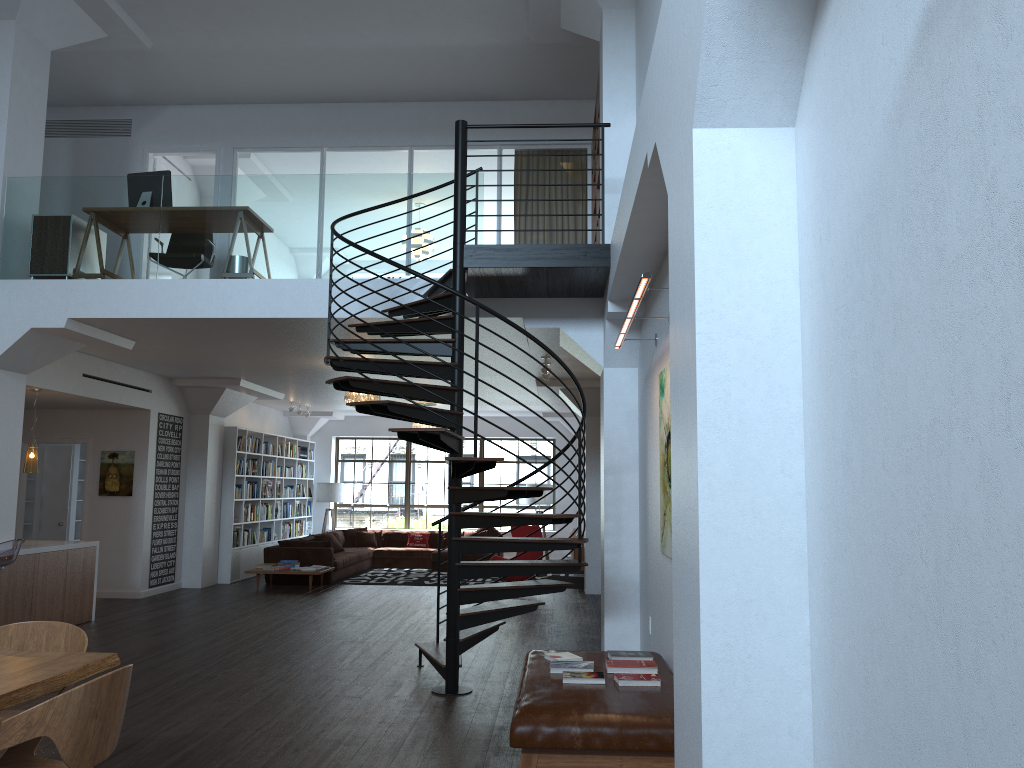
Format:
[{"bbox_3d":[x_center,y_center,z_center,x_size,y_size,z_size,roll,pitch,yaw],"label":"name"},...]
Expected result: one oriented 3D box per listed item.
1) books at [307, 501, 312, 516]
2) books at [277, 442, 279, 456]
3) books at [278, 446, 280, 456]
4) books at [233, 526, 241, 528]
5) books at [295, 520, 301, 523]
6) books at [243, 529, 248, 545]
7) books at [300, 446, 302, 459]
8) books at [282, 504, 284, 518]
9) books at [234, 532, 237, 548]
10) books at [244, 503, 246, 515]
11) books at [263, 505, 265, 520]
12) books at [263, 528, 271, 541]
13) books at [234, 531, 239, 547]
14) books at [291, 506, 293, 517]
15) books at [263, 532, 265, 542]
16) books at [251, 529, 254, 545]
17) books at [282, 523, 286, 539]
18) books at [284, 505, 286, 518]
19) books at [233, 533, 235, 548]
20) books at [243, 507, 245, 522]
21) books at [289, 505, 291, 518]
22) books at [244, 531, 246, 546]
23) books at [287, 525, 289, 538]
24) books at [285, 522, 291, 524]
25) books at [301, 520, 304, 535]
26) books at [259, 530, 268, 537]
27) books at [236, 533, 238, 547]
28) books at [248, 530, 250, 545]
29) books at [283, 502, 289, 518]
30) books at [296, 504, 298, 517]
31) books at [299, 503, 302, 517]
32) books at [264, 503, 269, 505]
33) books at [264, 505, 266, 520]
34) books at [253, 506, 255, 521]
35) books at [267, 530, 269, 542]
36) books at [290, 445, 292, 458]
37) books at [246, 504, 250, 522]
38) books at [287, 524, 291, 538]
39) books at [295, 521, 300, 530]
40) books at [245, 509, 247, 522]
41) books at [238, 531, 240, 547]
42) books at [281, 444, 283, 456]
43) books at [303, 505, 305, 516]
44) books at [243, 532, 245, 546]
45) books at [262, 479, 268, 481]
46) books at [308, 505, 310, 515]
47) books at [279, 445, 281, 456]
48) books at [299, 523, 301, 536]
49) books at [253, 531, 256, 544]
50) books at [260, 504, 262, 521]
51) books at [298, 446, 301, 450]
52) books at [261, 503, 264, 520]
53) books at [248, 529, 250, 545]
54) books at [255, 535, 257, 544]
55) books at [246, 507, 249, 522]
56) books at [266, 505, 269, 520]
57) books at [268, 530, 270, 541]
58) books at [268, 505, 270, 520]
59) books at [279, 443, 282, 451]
[{"bbox_3d":[-4.187,2.541,18.124,0.176,0.290,0.053,0,-7,3],"label":"books"},{"bbox_3d":[-4.302,1.171,15.976,0.183,0.253,0.042,0,-7,3],"label":"books"},{"bbox_3d":[-4.298,1.191,16.061,0.174,0.236,0.136,0,-7,2],"label":"books"},{"bbox_3d":[-4.404,2.250,13.932,0.223,0.027,0.161,-1,-7,12],"label":"books"},{"bbox_3d":[-4.215,2.833,17.427,0.140,0.298,0.044,0,-7,3],"label":"books"},{"bbox_3d":[-4.391,2.495,14.432,0.183,0.253,0.042,0,-7,3],"label":"books"},{"bbox_3d":[-4.235,1.345,17.436,0.183,0.253,0.042,0,-7,3],"label":"books"},{"bbox_3d":[-4.283,2.337,16.282,0.182,0.255,0.077,0,-7,3],"label":"books"},{"bbox_3d":[-4.409,2.437,13.881,0.174,0.240,0.054,0,-7,3],"label":"books"},{"bbox_3d":[-4.375,2.079,14.319,0.140,0.298,0.044,0,-7,3],"label":"books"},{"bbox_3d":[-4.341,2.209,15.214,0.183,0.253,0.034,0,-7,2],"label":"books"},{"bbox_3d":[-4.322,2.653,15.645,0.140,0.231,0.042,0,-7,3],"label":"books"},{"bbox_3d":[-4.413,2.444,13.994,0.183,0.253,0.042,0,-7,3],"label":"books"},{"bbox_3d":[-4.252,2.422,16.846,0.161,0.222,0.084,0,-7,3],"label":"books"},{"bbox_3d":[-4.323,2.645,15.310,0.107,0.167,0.017,0,-7,3],"label":"books"},{"bbox_3d":[-4.374,2.524,14.669,0.183,0.253,0.042,0,-7,3],"label":"books"},{"bbox_3d":[-4.290,2.714,16.380,0.198,0.284,0.066,0,-7,2],"label":"books"},{"bbox_3d":[-4.276,2.355,16.383,0.174,0.243,0.085,0,-7,3],"label":"books"},{"bbox_3d":[-4.412,2.440,13.837,0.161,0.223,0.032,0,-7,3],"label":"books"},{"bbox_3d":[-4.395,2.098,14.266,0.189,0.247,0.057,0,-7,3],"label":"books"},{"bbox_3d":[-4.261,2.396,16.721,0.174,0.242,0.105,0,-7,3],"label":"books"},{"bbox_3d":[-4.398,2.493,14.320,0.176,0.231,0.053,0,-7,3],"label":"books"},{"bbox_3d":[-4.268,2.752,16.563,0.183,0.253,0.034,0,-7,2],"label":"books"},{"bbox_3d":[-4.265,2.757,16.760,0.176,0.290,0.036,0,-7,2],"label":"books"},{"bbox_3d":[-4.225,2.863,17.645,0.176,0.290,0.053,0,-7,3],"label":"books"},{"bbox_3d":[-4.332,2.644,15.450,0.146,0.202,0.027,0,-7,3],"label":"books"},{"bbox_3d":[-4.401,2.454,13.955,0.161,0.223,0.032,0,-7,3],"label":"books"},{"bbox_3d":[-4.383,2.508,14.504,0.171,0.246,0.039,0,-7,3],"label":"books"},{"bbox_3d":[-4.279,2.355,16.575,0.197,0.290,0.136,0,-7,3],"label":"books"},{"bbox_3d":[-4.239,2.439,17.130,0.174,0.251,0.051,0,-7,3],"label":"books"},{"bbox_3d":[-4.230,2.474,17.421,0.183,0.253,0.042,0,-7,3],"label":"books"},{"bbox_3d":[-4.332,2.218,15.444,0.176,0.290,0.036,0,-7,2],"label":"books"},{"bbox_3d":[-4.335,2.213,15.247,0.183,0.253,0.034,0,-7,2],"label":"books"},{"bbox_3d":[-4.371,2.152,14.741,0.183,0.253,0.034,0,-7,3],"label":"books"},{"bbox_3d":[-4.322,2.647,15.477,0.146,0.202,0.027,0,-7,3],"label":"books"},{"bbox_3d":[-4.258,1.273,16.798,0.171,0.246,0.057,0,-7,3],"label":"books"},{"bbox_3d":[-4.385,2.109,14.536,0.176,0.290,0.053,0,-7,3],"label":"books"},{"bbox_3d":[-4.258,2.771,16.723,0.183,0.253,0.034,0,-7,2],"label":"books"},{"bbox_3d":[-4.251,2.826,17.316,0.198,0.284,0.066,0,-7,3],"label":"books"},{"bbox_3d":[-4.379,2.129,14.359,0.144,0.207,0.048,0,-7,3],"label":"books"},{"bbox_3d":[-4.408,2.454,14.076,0.180,0.251,0.048,0,-7,3],"label":"books"},{"bbox_3d":[-4.284,1.216,16.225,0.161,0.223,0.032,0,-7,3],"label":"books"},{"bbox_3d":[-4.219,2.514,17.642,0.168,0.228,0.139,0,-7,3],"label":"books"},{"bbox_3d":[-4.390,2.492,14.275,0.161,0.223,0.032,0,-7,3],"label":"books"},{"bbox_3d":[-4.334,1.650,15.240,0.223,0.027,0.161,-1,-7,12],"label":"books"},{"bbox_3d":[-4.191,2.562,17.968,0.161,0.213,0.118,0,-7,3],"label":"books"},{"bbox_3d":[-4.288,1.212,16.113,0.161,0.207,0.130,0,-7,2],"label":"books"},{"bbox_3d":[-4.235,2.852,17.374,0.189,0.247,0.057,0,-7,3],"label":"books"},{"bbox_3d":[-4.371,2.544,14.757,0.174,0.236,0.142,0,-7,2],"label":"books"},{"bbox_3d":[-4.358,2.175,15.064,0.198,0.284,0.066,0,-7,2],"label":"books"},{"bbox_3d":[-4.243,1.340,17.393,0.183,0.253,0.042,0,-7,3],"label":"books"},{"bbox_3d":[-4.344,2.185,15.173,0.176,0.290,0.053,0,-7,2],"label":"books"},{"bbox_3d":[-4.384,2.511,14.543,0.160,0.251,0.039,0,-7,3],"label":"books"},{"bbox_3d":[-4.360,2.566,14.811,0.161,0.207,0.135,0,-7,2],"label":"books"},{"bbox_3d":[-4.387,2.121,14.452,0.171,0.246,0.057,0,-7,3],"label":"books"},{"bbox_3d":[-4.325,2.232,15.407,0.183,0.253,0.034,0,-7,2],"label":"books"},{"bbox_3d":[-4.323,2.657,15.558,0.146,0.202,0.027,0,-7,3],"label":"books"},{"bbox_3d":[-4.329,2.239,15.490,0.180,0.259,0.060,0,-7,2],"label":"books"},{"bbox_3d":[-4.294,1.199,16.197,0.160,0.251,0.031,0,-7,3],"label":"books"}]
